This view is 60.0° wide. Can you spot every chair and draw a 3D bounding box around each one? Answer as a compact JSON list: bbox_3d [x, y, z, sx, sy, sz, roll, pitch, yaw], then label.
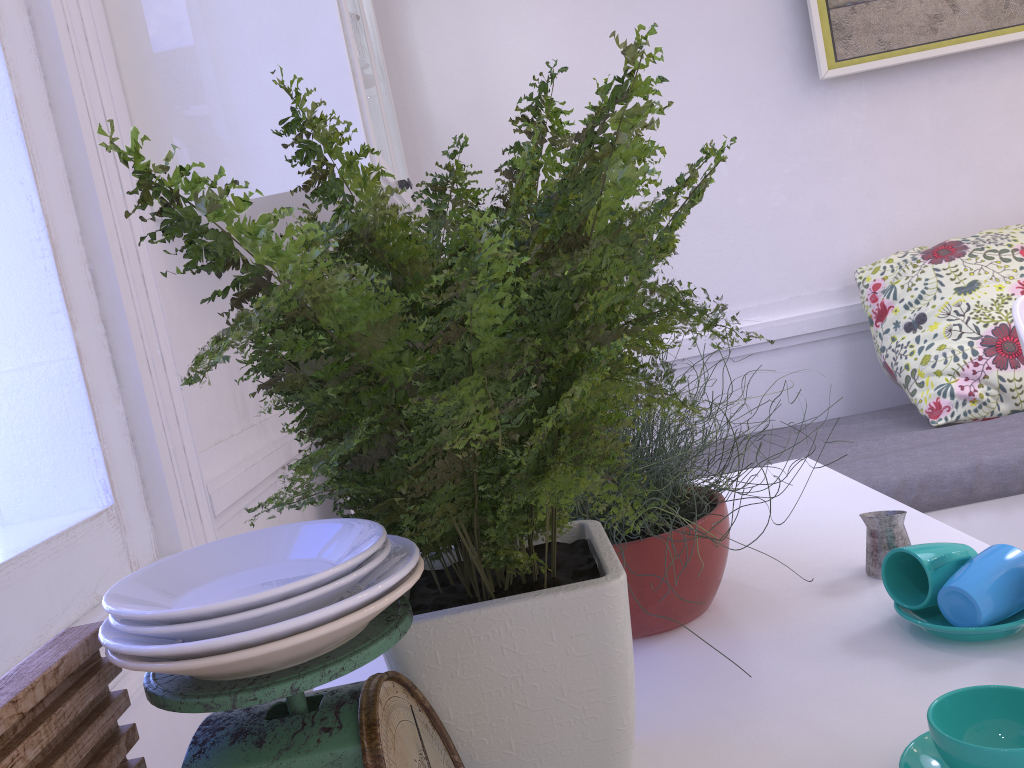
[{"bbox_3d":[0.957,0.272,1.097,0.483,0.845,0.604,-6,7,45],"label":"chair"}]

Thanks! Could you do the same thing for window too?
[{"bbox_3d":[-0.793,-0.530,0.673,0.181,1.782,1.234,-11,5,0],"label":"window"}]

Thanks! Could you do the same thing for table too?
[{"bbox_3d":[0.217,0.565,0.774,0.736,0.619,1.514,-11,5,0],"label":"table"}]

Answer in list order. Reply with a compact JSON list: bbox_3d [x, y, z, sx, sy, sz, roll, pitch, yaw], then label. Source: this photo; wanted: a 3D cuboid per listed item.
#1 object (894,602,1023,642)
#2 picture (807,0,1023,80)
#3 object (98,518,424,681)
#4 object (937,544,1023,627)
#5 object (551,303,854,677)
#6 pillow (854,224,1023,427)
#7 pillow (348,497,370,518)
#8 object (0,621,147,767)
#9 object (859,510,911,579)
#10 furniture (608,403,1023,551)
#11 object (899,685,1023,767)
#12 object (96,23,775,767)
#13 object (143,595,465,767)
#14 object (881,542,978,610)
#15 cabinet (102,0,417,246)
[{"bbox_3d":[0.402,0.199,0.779,0.121,0.021,0.121,-7,7,40],"label":"object"},{"bbox_3d":[1.253,-1.229,2.379,0.971,0.629,0.020,-11,5,0],"label":"picture"},{"bbox_3d":[-0.127,0.111,0.465,0.164,0.047,0.163,-16,7,-41],"label":"object"},{"bbox_3d":[0.401,0.175,0.762,0.080,0.058,0.069,-14,6,-27],"label":"object"},{"bbox_3d":[0.092,0.085,0.977,0.531,0.367,0.668,-9,6,24],"label":"object"},{"bbox_3d":[1.244,-0.169,2.270,0.592,0.447,0.509,-11,5,5],"label":"pillow"},{"bbox_3d":[-0.182,0.002,2.364,0.677,0.642,0.374,-14,6,-30],"label":"pillow"},{"bbox_3d":[-0.196,0.254,0.325,0.028,0.237,0.294,-11,5,0],"label":"object"},{"bbox_3d":[0.393,0.163,0.935,0.052,0.067,0.066,-11,5,0],"label":"object"},{"bbox_3d":[1.364,0.261,2.160,3.296,0.508,0.769,-11,5,0],"label":"furniture"},{"bbox_3d":[0.298,0.226,0.536,0.121,0.055,0.121,-7,7,40],"label":"object"},{"bbox_3d":[-0.014,0.040,0.611,0.368,0.527,0.438,-11,5,0],"label":"object"},{"bbox_3d":[-0.092,0.233,0.482,0.185,0.208,0.159,-11,5,0],"label":"object"},{"bbox_3d":[0.386,0.168,0.797,0.082,0.059,0.069,-14,6,-22],"label":"object"},{"bbox_3d":[-0.549,-1.003,1.880,0.425,1.311,0.823,-11,5,0],"label":"cabinet"}]
